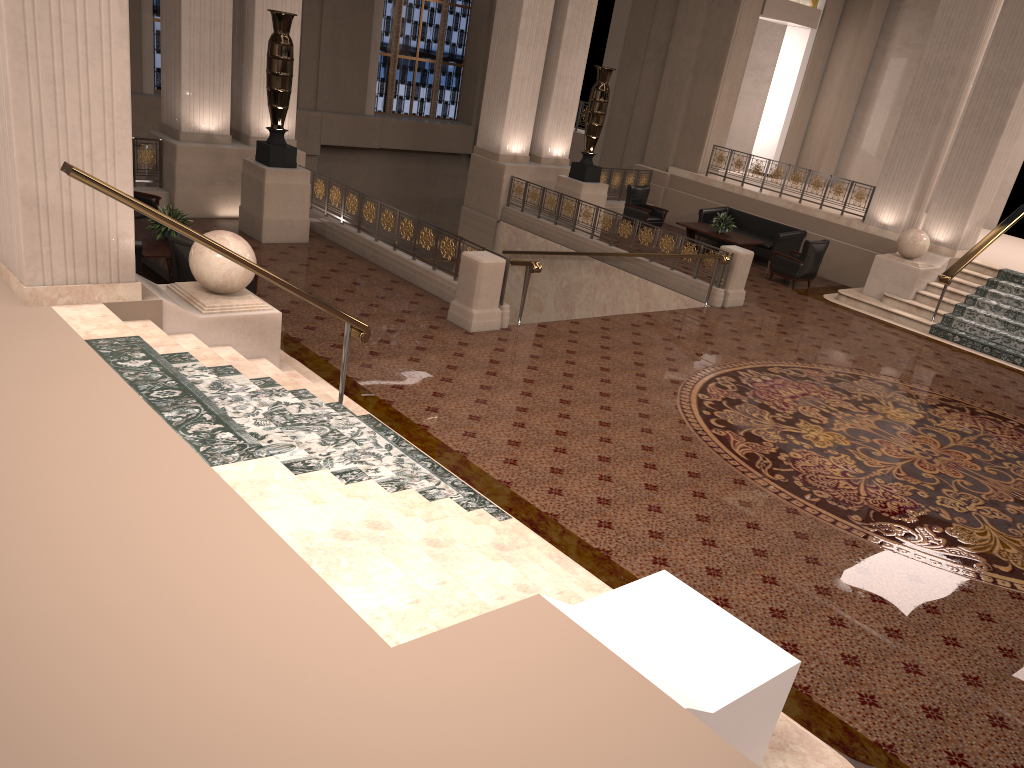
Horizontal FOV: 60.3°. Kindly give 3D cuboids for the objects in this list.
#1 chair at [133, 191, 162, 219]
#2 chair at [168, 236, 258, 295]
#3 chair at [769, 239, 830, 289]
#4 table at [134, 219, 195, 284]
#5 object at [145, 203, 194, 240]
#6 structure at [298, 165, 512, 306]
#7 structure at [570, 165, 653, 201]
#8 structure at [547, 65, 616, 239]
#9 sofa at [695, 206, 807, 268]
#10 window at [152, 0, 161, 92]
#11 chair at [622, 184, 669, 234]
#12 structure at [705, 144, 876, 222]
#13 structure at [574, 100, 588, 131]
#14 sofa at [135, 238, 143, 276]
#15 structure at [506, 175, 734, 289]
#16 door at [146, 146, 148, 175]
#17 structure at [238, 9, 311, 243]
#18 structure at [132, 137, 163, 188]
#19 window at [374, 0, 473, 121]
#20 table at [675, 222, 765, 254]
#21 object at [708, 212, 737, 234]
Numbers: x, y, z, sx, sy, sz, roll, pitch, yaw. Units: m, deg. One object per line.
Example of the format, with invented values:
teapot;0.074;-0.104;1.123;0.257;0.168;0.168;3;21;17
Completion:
chair;-4.820;-2.264;10.859;0.714;0.882;0.623;15;25;9
chair;-2.916;-1.005;8.638;0.646;0.882;0.688;13;24;5
chair;4.917;-2.125;15.170;0.640;0.882;0.695;-12;33;-40
table;-3.934;-1.424;9.763;0.829;0.456;1.430;-11;30;-41
object;-3.717;-1.771;9.571;0.503;0.393;0.501;6;24;-12
structure;-1.622;-2.081;11.650;0.078;0.562;4.783;-14;32;-40
structure;1.996;-4.095;18.078;2.506;0.684;0.031;-9;32;-40
structure;1.338;-4.026;15.423;0.691;2.915;0.678;-13;34;-40
sofa;4.522;-2.835;16.932;0.864;0.739;1.863;-12;31;-41
window;-6.093;-8.759;18.015;2.951;5.602;0.067;-11;33;-39
chair;2.588;-3.394;17.210;0.698;0.882;0.637;29;30;36
structure;5.263;-3.923;17.020;0.031;0.654;3.581;-14;32;-41
structure;1.232;-6.499;21.054;0.030;0.699;2.089;-14;33;-41
sofa;-4.599;-1.445;9.117;0.864;0.739;1.863;-12;31;-41
structure;1.536;-2.562;14.355;0.078;0.562;4.788;-14;33;-41
door;-7.447;-3.862;19.262;1.473;2.848;0.150;-11;33;-39
structure;-3.085;-3.353;11.633;0.691;2.915;0.678;-13;34;-40
structure;-5.795;-2.909;11.403;2.506;0.684;0.031;-9;31;-40
window;-2.154;-9.359;21.389;2.951;5.602;0.067;-11;33;-39
table;3.816;-2.605;16.403;0.829;0.456;1.430;-11;30;-41
object;3.883;-2.976;16.201;0.503;0.393;0.501;6;24;-12
